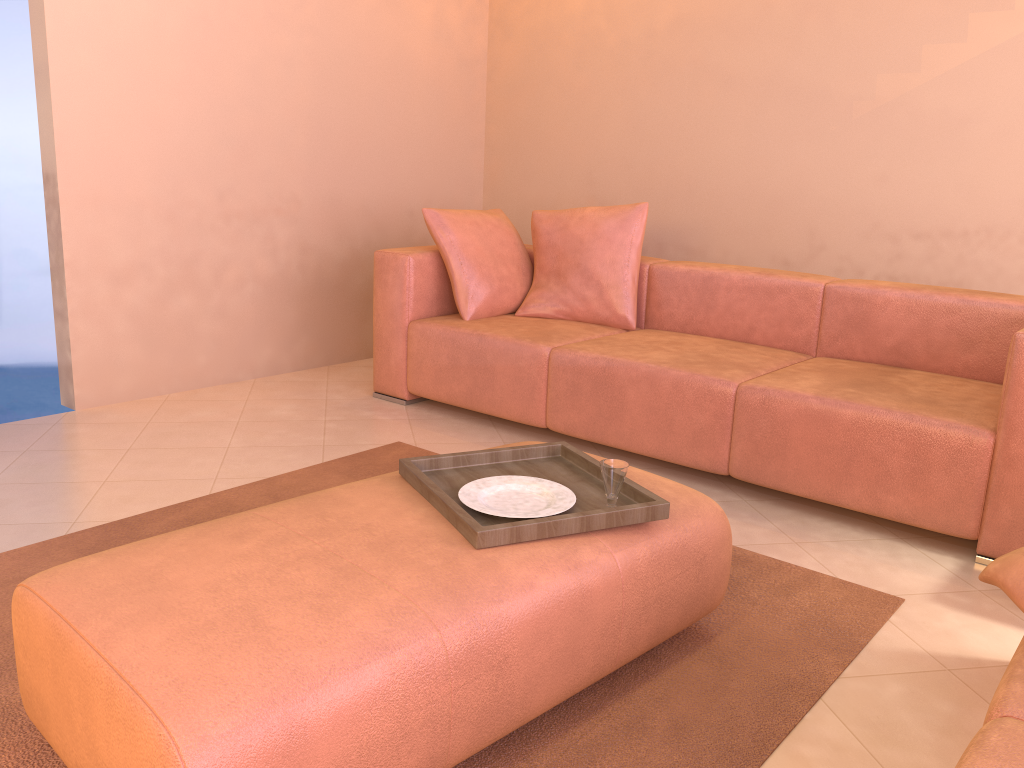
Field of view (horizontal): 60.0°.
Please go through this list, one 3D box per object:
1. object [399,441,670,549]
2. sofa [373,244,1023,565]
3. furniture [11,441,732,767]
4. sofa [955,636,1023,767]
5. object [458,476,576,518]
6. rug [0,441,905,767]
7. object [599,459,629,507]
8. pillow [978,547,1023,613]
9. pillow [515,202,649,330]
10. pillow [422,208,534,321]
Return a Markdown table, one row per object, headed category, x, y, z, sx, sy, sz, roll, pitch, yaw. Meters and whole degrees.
| category | x | y | z | sx | sy | sz | roll | pitch | yaw |
| --- | --- | --- | --- | --- | --- | --- | --- | --- | --- |
| object | 0.032 | 0.218 | 1.869 | 0.421 | 0.034 | 0.436 | -4 | 15 | -25 |
| sofa | 0.718 | -0.100 | 3.443 | 2.781 | 0.672 | 0.943 | 13 | 17 | 38 |
| furniture | -0.187 | 0.404 | 1.761 | 0.685 | 0.301 | 1.291 | 15 | 18 | 42 |
| sofa | 0.719 | 0.587 | 0.571 | 0.943 | 0.672 | 2.781 | 13 | 17 | 38 |
| object | 0.010 | 0.235 | 1.807 | 0.240 | 0.018 | 0.240 | 3 | 13 | 3 |
| rug | -0.550 | 0.586 | 1.795 | 1.833 | 0.005 | 2.626 | 13 | 17 | 38 |
| object | 0.206 | 0.205 | 1.810 | 0.061 | 0.091 | 0.061 | 8 | 15 | 23 |
| pillow | 0.989 | 0.266 | 1.202 | 0.514 | 0.292 | 0.517 | 4 | 14 | 8 |
| pillow | 0.310 | -0.539 | 3.882 | 0.582 | 0.528 | 0.302 | 8 | 14 | 22 |
| pillow | -0.108 | -0.538 | 3.983 | 0.335 | 0.486 | 0.554 | 12 | 16 | 34 |
